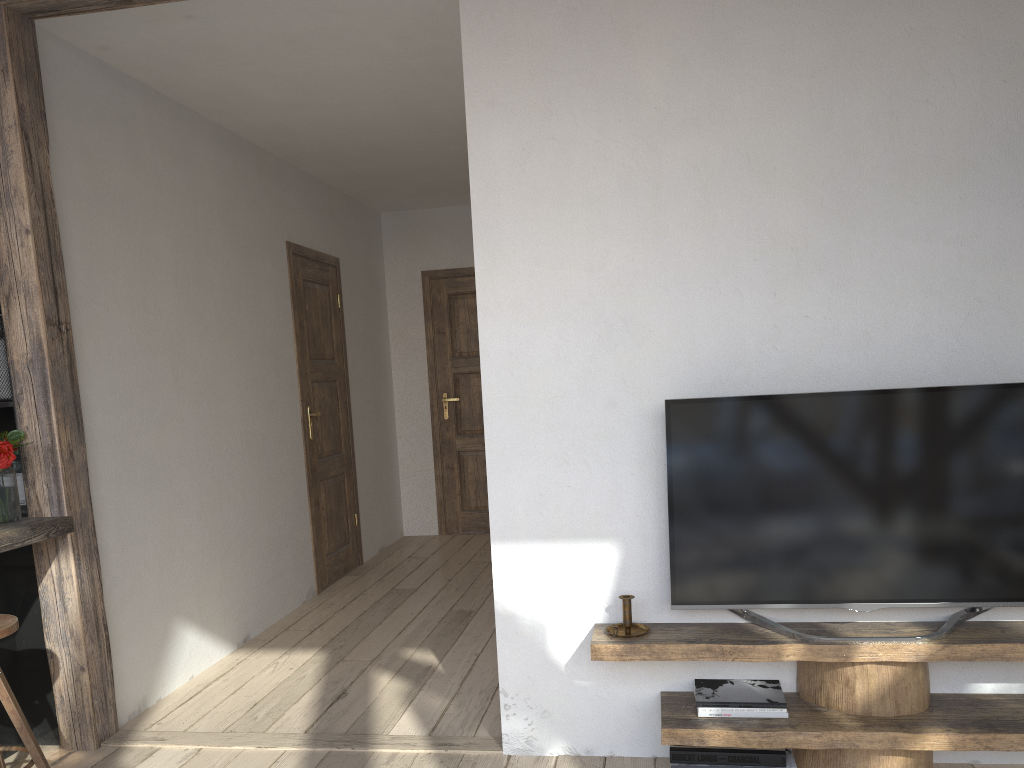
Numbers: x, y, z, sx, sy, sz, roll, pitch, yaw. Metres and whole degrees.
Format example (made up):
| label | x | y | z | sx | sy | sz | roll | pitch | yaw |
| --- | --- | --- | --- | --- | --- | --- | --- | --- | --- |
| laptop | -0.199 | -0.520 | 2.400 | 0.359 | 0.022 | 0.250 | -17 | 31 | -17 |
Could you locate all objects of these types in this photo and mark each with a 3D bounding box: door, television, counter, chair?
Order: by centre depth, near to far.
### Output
| label | x | y | z | sx | sy | sz | roll | pitch | yaw |
| --- | --- | --- | --- | --- | --- | --- | --- | --- | --- |
| counter | -2.912 | 0.982 | 1.444 | 2.243 | 0.862 | 3.772 | -3 | 1 | 9 |
| television | 1.009 | 0.371 | 2.531 | 1.103 | 0.716 | 0.203 | -3 | 7 | 10 |
| chair | -1.621 | 1.021 | 2.637 | 0.341 | 0.604 | 0.336 | 0 | 7 | 29 |
| door | -1.157 | 0.218 | 5.535 | 0.082 | 2.099 | 0.828 | -2 | 7 | 9 |
| door | -0.177 | 0.147 | 6.812 | 0.942 | 2.099 | 0.080 | -2 | 8 | 10 |

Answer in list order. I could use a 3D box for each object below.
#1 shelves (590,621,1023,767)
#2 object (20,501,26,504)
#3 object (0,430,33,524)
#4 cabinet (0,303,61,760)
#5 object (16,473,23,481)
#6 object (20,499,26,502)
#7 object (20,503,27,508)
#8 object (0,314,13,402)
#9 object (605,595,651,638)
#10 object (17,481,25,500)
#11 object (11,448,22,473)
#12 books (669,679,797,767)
| label | x | y | z | sx | sy | sz | roll | pitch | yaw |
| --- | --- | --- | --- | --- | --- | --- | --- | --- | --- |
| shelves | 1.043 | 0.952 | 2.564 | 1.603 | 0.457 | 0.326 | -3 | 5 | 10 |
| object | -1.784 | 0.433 | 3.250 | 0.214 | 0.025 | 0.213 | -3 | 1 | -23 |
| object | -1.748 | 0.259 | 2.940 | 0.311 | 0.421 | 0.248 | 2 | 8 | 42 |
| cabinet | -2.992 | 0.150 | 1.541 | 2.094 | 2.537 | 4.168 | -2 | 3 | 10 |
| object | -1.788 | 0.374 | 3.242 | 0.162 | 0.086 | 0.160 | -2 | 3 | 23 |
| object | -1.784 | 0.425 | 3.249 | 0.213 | 0.025 | 0.213 | -4 | 1 | -28 |
| object | -1.784 | 0.441 | 3.251 | 0.213 | 0.025 | 0.214 | -4 | 1 | -33 |
| object | -1.790 | -0.113 | 3.093 | 0.108 | 0.355 | 0.107 | 3 | 9 | 39 |
| object | 0.352 | 0.704 | 2.686 | 0.139 | 0.114 | 0.138 | -4 | 4 | -8 |
| object | -1.787 | 0.392 | 3.244 | 0.162 | 0.086 | 0.160 | -2 | 3 | 23 |
| object | -1.886 | 0.351 | 3.395 | 0.125 | 0.209 | 0.123 | -4 | 6 | -4 |
| books | 0.654 | 1.063 | 2.645 | 0.360 | 0.268 | 0.287 | -3 | 4 | 10 |
